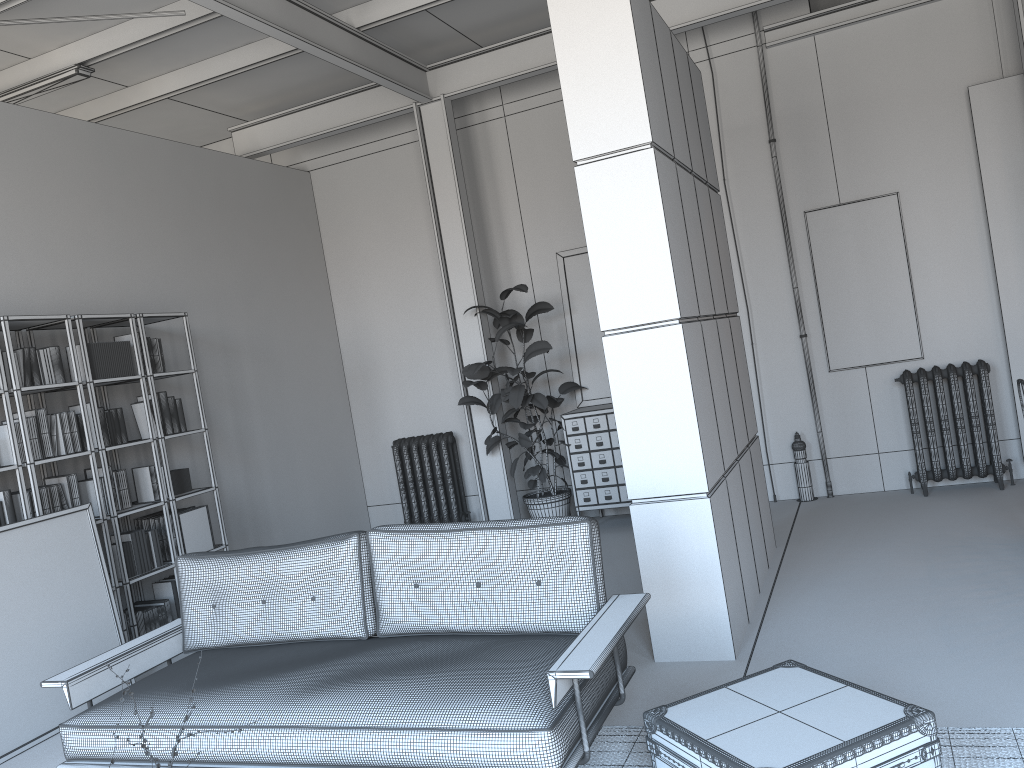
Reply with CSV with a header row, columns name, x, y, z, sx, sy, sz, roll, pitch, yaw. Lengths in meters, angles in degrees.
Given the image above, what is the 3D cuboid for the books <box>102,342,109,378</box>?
name,x,y,z,sx,sy,sz,roll,pitch,yaw
books,-2.667,-0.138,5.675,0.182,0.240,0.016,-9,2,22

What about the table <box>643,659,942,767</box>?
name,x,y,z,sx,sy,sz,roll,pitch,yaw
table,0.898,1.200,2.831,0.706,0.330,0.667,-10,2,-23

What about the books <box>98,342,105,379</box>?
name,x,y,z,sx,sy,sz,roll,pitch,yaw
books,-2.679,-0.136,5.646,0.182,0.240,0.016,-9,2,22

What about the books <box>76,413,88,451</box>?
name,x,y,z,sx,sy,sz,roll,pitch,yaw
books,-2.771,0.316,5.635,0.180,0.244,0.057,-9,2,22

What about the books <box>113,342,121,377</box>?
name,x,y,z,sx,sy,sz,roll,pitch,yaw
books,-2.633,-0.147,5.763,0.182,0.240,0.016,-9,2,22

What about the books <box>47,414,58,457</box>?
name,x,y,z,sx,sy,sz,roll,pitch,yaw
books,-2.823,0.321,5.339,0.193,0.267,0.084,-9,2,23

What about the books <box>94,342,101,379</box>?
name,x,y,z,sx,sy,sz,roll,pitch,yaw
books,-2.690,-0.133,5.617,0.182,0.240,0.016,-9,2,22

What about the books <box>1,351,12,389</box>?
name,x,y,z,sx,sy,sz,roll,pitch,yaw
books,-2.980,-0.065,5.132,0.173,0.231,0.029,-9,2,22

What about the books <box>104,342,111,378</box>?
name,x,y,z,sx,sy,sz,roll,pitch,yaw
books,-2.661,-0.140,5.690,0.182,0.240,0.016,-9,2,22

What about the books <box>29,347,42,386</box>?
name,x,y,z,sx,sy,sz,roll,pitch,yaw
books,-2.905,-0.088,5.300,0.178,0.242,0.057,-9,2,22

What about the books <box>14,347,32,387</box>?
name,x,y,z,sx,sy,sz,roll,pitch,yaw
books,-2.911,-0.084,5.232,0.178,0.244,0.077,-9,2,21

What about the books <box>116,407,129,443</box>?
name,x,y,z,sx,sy,sz,roll,pitch,yaw
books,-2.659,0.289,5.918,0.180,0.244,0.057,-9,2,22

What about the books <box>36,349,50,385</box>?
name,x,y,z,sx,sy,sz,roll,pitch,yaw
books,-2.885,-0.083,5.343,0.196,0.229,0.035,-9,2,22

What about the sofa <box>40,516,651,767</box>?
name,x,y,z,sx,sy,sz,roll,pitch,yaw
sofa,-0.671,1.109,3.478,2.347,0.948,0.952,-9,2,22

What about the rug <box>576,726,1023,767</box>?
name,x,y,z,sx,sy,sz,roll,pitch,yaw
rug,0.780,1.386,2.441,2.524,0.007,1.961,-9,2,22

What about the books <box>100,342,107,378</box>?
name,x,y,z,sx,sy,sz,roll,pitch,yaw
books,-2.673,-0.137,5.661,0.182,0.240,0.016,-9,2,22

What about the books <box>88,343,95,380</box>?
name,x,y,z,sx,sy,sz,roll,pitch,yaw
books,-2.708,-0.129,5.574,0.182,0.240,0.016,-9,2,22

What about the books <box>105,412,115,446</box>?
name,x,y,z,sx,sy,sz,roll,pitch,yaw
books,-2.673,0.305,5.791,0.165,0.227,0.022,-9,2,22

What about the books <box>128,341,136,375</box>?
name,x,y,z,sx,sy,sz,roll,pitch,yaw
books,-2.586,-0.158,5.879,0.182,0.240,0.016,-9,2,22

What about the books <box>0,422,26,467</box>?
name,x,y,z,sx,sy,sz,roll,pitch,yaw
books,-2.895,0.350,5.104,0.178,0.244,0.057,-9,2,22

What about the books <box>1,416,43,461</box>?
name,x,y,z,sx,sy,sz,roll,pitch,yaw
books,-2.864,0.332,5.178,0.193,0.265,0.091,-9,2,22

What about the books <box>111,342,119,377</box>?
name,x,y,z,sx,sy,sz,roll,pitch,yaw
books,-2.638,-0.145,5.748,0.182,0.240,0.016,-9,2,22

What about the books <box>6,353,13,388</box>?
name,x,y,z,sx,sy,sz,roll,pitch,yaw
books,-2.958,-0.063,5.158,0.168,0.224,0.019,-9,2,22

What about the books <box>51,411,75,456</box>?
name,x,y,z,sx,sy,sz,roll,pitch,yaw
books,-2.777,0.311,5.397,0.193,0.265,0.062,-9,2,22

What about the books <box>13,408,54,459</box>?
name,x,y,z,sx,sy,sz,roll,pitch,yaw
books,-2.853,0.306,5.269,0.222,0.303,0.071,-9,2,22

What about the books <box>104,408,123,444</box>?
name,x,y,z,sx,sy,sz,roll,pitch,yaw
books,-2.671,0.293,5.859,0.180,0.244,0.057,-9,2,22

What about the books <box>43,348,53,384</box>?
name,x,y,z,sx,sy,sz,roll,pitch,yaw
books,-2.874,-0.087,5.370,0.187,0.232,0.023,-9,2,22

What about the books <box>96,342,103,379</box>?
name,x,y,z,sx,sy,sz,roll,pitch,yaw
books,-2.685,-0.134,5.632,0.182,0.240,0.016,-9,2,22

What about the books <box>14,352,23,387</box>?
name,x,y,z,sx,sy,sz,roll,pitch,yaw
books,-2.947,-0.065,5.185,0.161,0.222,0.039,-9,2,22

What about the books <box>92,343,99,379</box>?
name,x,y,z,sx,sy,sz,roll,pitch,yaw
books,-2.696,-0.132,5.603,0.182,0.240,0.016,-9,2,22

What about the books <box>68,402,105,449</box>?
name,x,y,z,sx,sy,sz,roll,pitch,yaw
books,-2.717,0.273,5.670,0.224,0.304,0.038,-9,2,22

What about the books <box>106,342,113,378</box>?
name,x,y,z,sx,sy,sz,roll,pitch,yaw
books,-2.656,-0.141,5.704,0.182,0.240,0.016,-9,2,22

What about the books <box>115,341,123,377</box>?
name,x,y,z,sx,sy,sz,roll,pitch,yaw
books,-2.627,-0.148,5.777,0.182,0.240,0.016,-9,2,22

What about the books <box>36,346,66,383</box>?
name,x,y,z,sx,sy,sz,roll,pitch,yaw
books,-2.847,-0.102,5.445,0.178,0.242,0.083,-9,2,22

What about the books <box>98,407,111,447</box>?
name,x,y,z,sx,sy,sz,roll,pitch,yaw
books,-2.719,0.293,5.748,0.195,0.266,0.091,-9,2,22

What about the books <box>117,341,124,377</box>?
name,x,y,z,sx,sy,sz,roll,pitch,yaw
books,-2.621,-0.149,5.792,0.182,0.240,0.016,-9,2,22

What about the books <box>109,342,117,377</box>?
name,x,y,z,sx,sy,sz,roll,pitch,yaw
books,-2.644,-0.144,5.733,0.182,0.240,0.016,-9,2,22

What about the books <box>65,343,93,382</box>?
name,x,y,z,sx,sy,sz,roll,pitch,yaw
books,-2.714,-0.127,5.559,0.182,0.240,0.016,-9,2,22

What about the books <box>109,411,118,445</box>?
name,x,y,z,sx,sy,sz,roll,pitch,yaw
books,-2.666,0.303,5.812,0.165,0.227,0.022,-9,2,22

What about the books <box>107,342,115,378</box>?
name,x,y,z,sx,sy,sz,roll,pitch,yaw
books,-2.650,-0.143,5.719,0.182,0.240,0.016,-9,2,22

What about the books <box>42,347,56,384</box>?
name,x,y,z,sx,sy,sz,roll,pitch,yaw
books,-2.865,-0.092,5.393,0.180,0.238,0.027,-9,2,22

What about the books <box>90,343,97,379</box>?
name,x,y,z,sx,sy,sz,roll,pitch,yaw
books,-2.702,-0.130,5.588,0.182,0.240,0.016,-9,2,22

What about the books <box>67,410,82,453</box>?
name,x,y,z,sx,sy,sz,roll,pitch,yaw
books,-2.764,0.307,5.462,0.193,0.265,0.062,-9,2,22
